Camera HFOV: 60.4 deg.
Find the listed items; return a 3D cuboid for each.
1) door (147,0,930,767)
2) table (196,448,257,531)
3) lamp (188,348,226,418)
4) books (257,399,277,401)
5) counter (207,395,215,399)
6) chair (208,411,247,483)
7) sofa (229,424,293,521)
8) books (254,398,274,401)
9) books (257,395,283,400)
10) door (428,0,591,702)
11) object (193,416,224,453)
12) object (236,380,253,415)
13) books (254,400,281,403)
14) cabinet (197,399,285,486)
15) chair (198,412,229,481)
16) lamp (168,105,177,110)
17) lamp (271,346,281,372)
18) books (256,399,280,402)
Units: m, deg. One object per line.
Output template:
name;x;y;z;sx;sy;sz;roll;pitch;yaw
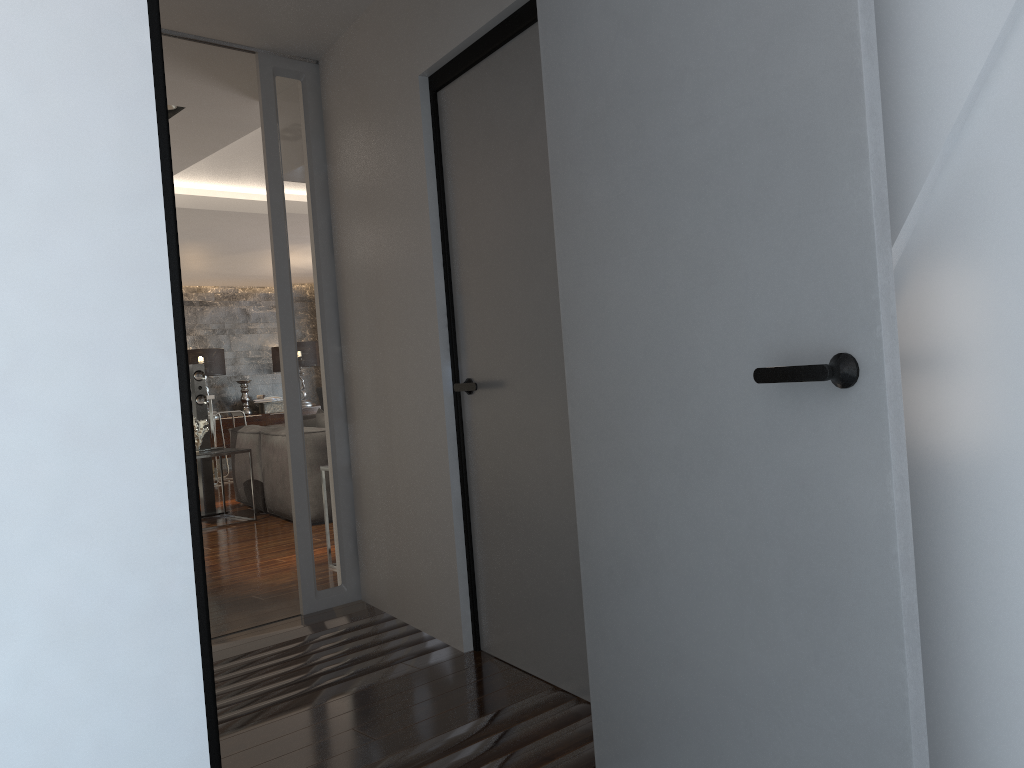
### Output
door;0.080;-0.071;1.552;1.056;2.093;0.925;-5;1;-42
table;-2.368;0.810;6.885;0.476;0.563;0.568;-5;1;-42
lamp;-4.168;0.005;11.862;0.561;0.933;0.624;-4;1;38
books;-3.482;0.227;12.492;0.256;0.011;0.314;-4;1;-5
counter;-5.679;0.330;9.152;4.253;0.041;2.546;-5;1;-42
chair;-3.299;0.718;10.135;0.454;0.800;0.397;-5;1;-42
sofa;-0.882;0.614;7.648;2.614;0.704;2.596;-5;1;-32
books;-3.488;0.217;12.484;0.254;0.011;0.317;-4;1;0
books;-3.462;0.201;12.562;0.287;0.109;0.306;-5;1;-32
door;0.052;-0.086;2.818;0.162;2.093;0.950;-5;1;-31
object;-2.505;0.393;6.951;0.276;0.287;0.293;-4;1;18
object;-3.728;0.192;12.293;0.207;0.485;0.209;-4;1;5
books;-3.471;0.248;12.491;0.251;0.011;0.321;-4;1;5
cabinet;-4.023;-0.072;9.565;7.303;2.500;4.206;-5;1;-42
chair;-3.747;0.746;10.628;0.454;0.800;0.397;-5;1;-42
lamp;-1.824;-1.470;4.566;0.186;0.077;0.167;-5;1;-36
lamp;-3.151;-0.085;12.800;0.611;0.933;0.574;-5;1;-16
books;-3.467;0.236;12.506;0.256;0.011;0.314;-4;1;-5
